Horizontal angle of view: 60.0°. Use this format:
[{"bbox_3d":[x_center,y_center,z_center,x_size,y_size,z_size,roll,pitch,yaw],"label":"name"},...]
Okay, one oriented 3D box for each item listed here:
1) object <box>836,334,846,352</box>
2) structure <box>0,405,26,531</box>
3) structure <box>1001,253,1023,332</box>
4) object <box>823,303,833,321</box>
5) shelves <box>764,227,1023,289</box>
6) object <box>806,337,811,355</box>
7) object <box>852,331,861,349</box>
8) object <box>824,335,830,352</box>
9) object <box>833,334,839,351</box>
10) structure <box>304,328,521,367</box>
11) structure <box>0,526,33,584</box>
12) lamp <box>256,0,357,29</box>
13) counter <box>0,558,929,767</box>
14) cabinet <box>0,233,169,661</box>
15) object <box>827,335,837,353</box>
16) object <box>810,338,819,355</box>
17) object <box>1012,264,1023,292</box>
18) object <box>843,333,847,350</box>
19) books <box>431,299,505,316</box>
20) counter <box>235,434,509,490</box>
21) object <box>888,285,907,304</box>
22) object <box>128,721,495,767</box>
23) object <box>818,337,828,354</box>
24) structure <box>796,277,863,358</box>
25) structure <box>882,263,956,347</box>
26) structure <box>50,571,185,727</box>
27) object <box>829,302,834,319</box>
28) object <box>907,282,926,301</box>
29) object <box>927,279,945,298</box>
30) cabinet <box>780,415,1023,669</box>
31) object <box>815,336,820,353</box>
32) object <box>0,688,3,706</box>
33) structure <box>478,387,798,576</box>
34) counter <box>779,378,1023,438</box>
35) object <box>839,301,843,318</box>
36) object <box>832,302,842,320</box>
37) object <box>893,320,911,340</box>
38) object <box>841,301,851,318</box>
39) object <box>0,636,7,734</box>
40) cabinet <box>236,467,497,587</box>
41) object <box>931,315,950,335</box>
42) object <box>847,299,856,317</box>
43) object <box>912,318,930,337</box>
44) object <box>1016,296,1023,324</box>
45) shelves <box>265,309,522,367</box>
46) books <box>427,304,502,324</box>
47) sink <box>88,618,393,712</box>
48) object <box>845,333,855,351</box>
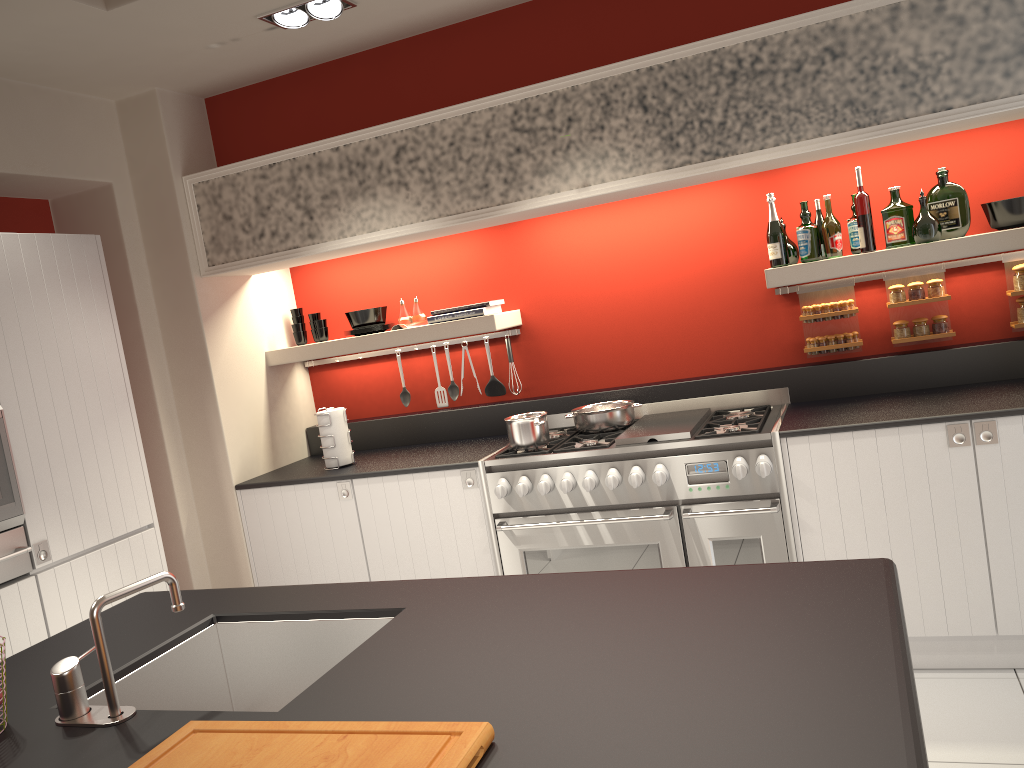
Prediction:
[{"bbox_3d":[1.502,-0.189,4.048,0.034,0.078,0.034,-5,6,42],"label":"object"},{"bbox_3d":[-2.060,0.345,3.049,0.332,0.472,0.610,-8,5,21],"label":"structure"},{"bbox_3d":[2.251,-0.403,3.764,0.256,0.347,0.130,-8,5,21],"label":"structure"},{"bbox_3d":[1.442,-0.330,4.050,0.034,0.078,0.034,-5,6,42],"label":"object"},{"bbox_3d":[1.813,-0.569,3.807,1.378,0.083,0.376,-7,5,21],"label":"shelves"},{"bbox_3d":[1.391,-0.178,4.133,0.034,0.078,0.034,-5,6,42],"label":"object"},{"bbox_3d":[1.573,-0.202,4.061,0.034,0.078,0.034,-5,6,42],"label":"object"},{"bbox_3d":[1.463,-0.187,4.105,0.034,0.078,0.034,-5,6,42],"label":"object"},{"bbox_3d":[1.501,-0.192,4.090,0.034,0.078,0.034,-5,6,42],"label":"object"},{"bbox_3d":[-0.577,-0.197,4.936,1.354,0.034,0.054,-7,5,21],"label":"structure"},{"bbox_3d":[-1.929,0.662,3.051,0.128,0.177,0.618,-8,5,21],"label":"structure"},{"bbox_3d":[-0.840,-1.540,3.627,0.361,0.109,0.199,-7,5,21],"label":"lamp"},{"bbox_3d":[-0.385,0.607,1.584,2.053,0.050,1.416,-7,5,21],"label":"counter"},{"bbox_3d":[-2.367,0.681,2.880,0.716,2.249,2.559,-8,5,21],"label":"cabinet"},{"bbox_3d":[1.466,-0.184,4.063,0.034,0.078,0.034,-5,6,42],"label":"object"},{"bbox_3d":[1.394,-0.175,4.091,0.034,0.078,0.034,-5,6,42],"label":"object"},{"bbox_3d":[2.185,-0.452,3.773,0.093,0.120,0.094,-5,7,42],"label":"object"},{"bbox_3d":[1.537,-0.197,4.076,0.034,0.078,0.034,-5,6,42],"label":"object"},{"bbox_3d":[-0.228,-0.397,4.591,0.332,0.026,0.207,-7,5,22],"label":"books"},{"bbox_3d":[-0.651,0.392,4.554,1.360,0.026,0.700,-7,5,21],"label":"counter"},{"bbox_3d":[1.721,-0.399,3.960,0.068,0.088,0.068,-5,7,42],"label":"object"},{"bbox_3d":[-0.353,0.588,1.265,0.570,0.033,0.373,-8,5,20],"label":"object"},{"bbox_3d":[1.430,-0.179,4.077,0.034,0.078,0.034,-5,6,42],"label":"object"},{"bbox_3d":[1.459,-0.299,4.077,0.256,0.347,0.130,-8,5,21],"label":"structure"},{"bbox_3d":[1.807,-0.345,3.939,0.256,0.347,0.130,-8,5,21],"label":"structure"},{"bbox_3d":[-0.785,0.522,1.760,0.183,0.248,0.224,-8,5,22],"label":"structure"},{"bbox_3d":[1.476,-0.338,4.078,0.034,0.078,0.034,-5,6,42],"label":"object"},{"bbox_3d":[1.793,-0.409,3.932,0.068,0.088,0.068,-5,7,42],"label":"object"},{"bbox_3d":[1.865,-0.418,3.903,0.068,0.088,0.068,-5,7,42],"label":"object"},{"bbox_3d":[1.891,0.571,3.624,1.361,0.993,0.687,-8,5,21],"label":"cabinet"},{"bbox_3d":[1.427,-0.183,4.119,0.034,0.078,0.034,-5,6,42],"label":"object"},{"bbox_3d":[-1.016,0.611,1.718,0.055,0.056,0.055,-7,6,31],"label":"object"},{"bbox_3d":[0.633,0.683,4.065,1.322,1.084,0.778,-8,5,21],"label":"structure"},{"bbox_3d":[1.805,0.070,3.581,1.360,0.026,0.700,-7,5,21],"label":"counter"},{"bbox_3d":[1.513,-0.343,4.063,0.034,0.078,0.034,-5,6,42],"label":"object"},{"bbox_3d":[1.478,-0.335,4.036,0.034,0.078,0.034,-5,6,42],"label":"object"},{"bbox_3d":[1.747,-0.242,3.973,0.068,0.088,0.068,-5,7,42],"label":"object"},{"bbox_3d":[1.514,-0.339,4.022,0.034,0.078,0.034,-5,6,42],"label":"object"},{"bbox_3d":[-1.086,0.605,1.688,0.247,0.168,0.248,-9,5,9],"label":"object"},{"bbox_3d":[-0.569,0.894,4.599,1.361,0.993,0.687,-8,5,21],"label":"cabinet"},{"bbox_3d":[1.891,-0.261,3.916,0.068,0.088,0.068,-5,7,42],"label":"object"},{"bbox_3d":[1.549,-0.348,4.049,0.034,0.078,0.034,-5,6,42],"label":"object"},{"bbox_3d":[1.819,-0.251,3.945,0.068,0.088,0.068,-5,7,42],"label":"object"},{"bbox_3d":[2.207,-0.318,3.785,0.093,0.120,0.094,-5,7,42],"label":"object"},{"bbox_3d":[-0.652,-0.245,4.783,1.378,0.083,0.376,-7,5,21],"label":"shelves"},{"bbox_3d":[-0.245,-0.359,4.581,0.331,0.042,0.207,-7,6,26],"label":"books"},{"bbox_3d":[-0.566,0.733,1.935,0.567,0.258,0.516,-8,5,21],"label":"sink"},{"bbox_3d":[1.538,-0.194,4.034,0.034,0.078,0.034,-5,6,42],"label":"object"}]
